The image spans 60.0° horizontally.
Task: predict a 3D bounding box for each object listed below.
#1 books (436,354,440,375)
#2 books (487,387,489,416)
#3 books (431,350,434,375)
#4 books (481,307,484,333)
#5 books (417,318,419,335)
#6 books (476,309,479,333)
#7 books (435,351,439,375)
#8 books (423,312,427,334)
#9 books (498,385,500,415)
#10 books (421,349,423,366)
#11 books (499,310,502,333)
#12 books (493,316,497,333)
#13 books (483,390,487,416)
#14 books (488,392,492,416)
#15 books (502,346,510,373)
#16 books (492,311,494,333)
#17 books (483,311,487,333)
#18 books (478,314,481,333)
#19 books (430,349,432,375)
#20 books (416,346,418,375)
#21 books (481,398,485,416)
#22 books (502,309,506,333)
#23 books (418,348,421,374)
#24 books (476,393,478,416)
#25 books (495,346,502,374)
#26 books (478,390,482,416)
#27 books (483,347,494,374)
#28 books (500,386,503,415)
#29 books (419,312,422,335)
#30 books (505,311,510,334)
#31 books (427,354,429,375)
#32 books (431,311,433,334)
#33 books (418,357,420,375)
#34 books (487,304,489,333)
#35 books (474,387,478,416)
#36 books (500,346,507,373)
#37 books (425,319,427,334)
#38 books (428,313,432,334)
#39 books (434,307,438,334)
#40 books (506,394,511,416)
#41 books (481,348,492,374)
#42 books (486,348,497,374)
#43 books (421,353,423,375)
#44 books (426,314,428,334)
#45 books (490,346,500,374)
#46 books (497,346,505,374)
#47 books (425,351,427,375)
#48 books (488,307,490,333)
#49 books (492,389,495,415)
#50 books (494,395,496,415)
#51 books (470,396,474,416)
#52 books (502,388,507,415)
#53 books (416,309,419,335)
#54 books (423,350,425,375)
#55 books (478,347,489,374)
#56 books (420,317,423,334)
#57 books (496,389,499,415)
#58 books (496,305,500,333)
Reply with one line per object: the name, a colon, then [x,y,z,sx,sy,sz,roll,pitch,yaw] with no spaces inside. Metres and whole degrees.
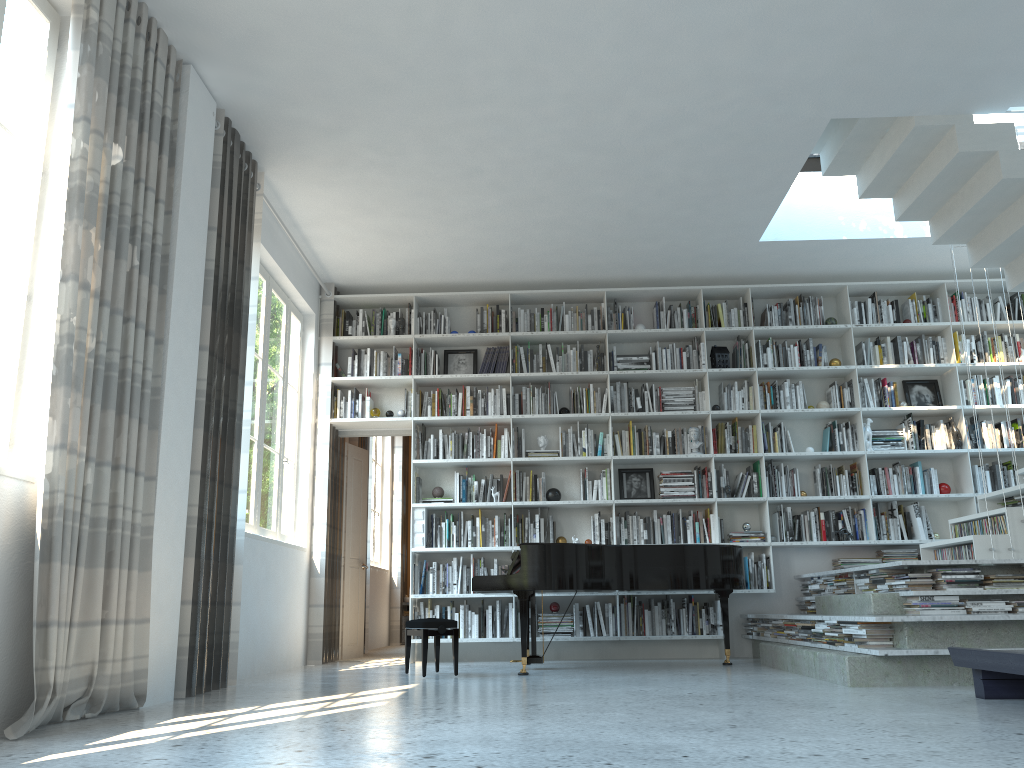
books: [-0.654,-0.133,7.837,0.012,0.213,0.186,-1,-14,2]
books: [-0.209,0.183,7.755,0.012,0.280,0.188,-1,-14,2]
books: [-0.695,-0.154,7.843,0.023,0.257,0.184,-1,-14,2]
books: [-0.262,-0.526,7.931,0.024,0.279,0.188,-1,-14,2]
books: [-0.831,-0.476,7.944,0.017,0.203,0.143,-1,-14,2]
books: [-0.308,-0.520,7.949,0.013,0.277,0.151,-1,-14,2]
books: [-0.667,-0.150,7.850,0.012,0.254,0.167,-1,-14,2]
books: [-0.778,-0.499,7.946,0.012,0.248,0.180,-1,-14,2]
books: [-0.107,0.172,7.742,0.012,0.290,0.182,-1,-14,2]
books: [-0.791,-0.161,7.869,0.006,0.288,0.144,-1,-14,2]
books: [-0.098,-0.517,7.940,0.022,0.260,0.152,-1,-14,2]
books: [-0.148,-0.485,7.921,0.027,0.190,0.178,-1,-14,2]
books: [-0.231,0.197,7.771,0.035,0.260,0.131,-1,-14,2]
books: [-0.188,0.205,7.744,0.030,0.230,0.172,-1,-14,2]
books: [-0.051,-0.177,7.843,0.078,0.285,0.174,-1,-14,2]
books: [-0.167,-0.509,7.953,0.013,0.254,0.129,-1,-14,2]
books: [-0.236,-0.512,7.925,0.028,0.248,0.156,-1,-14,2]
books: [-0.288,-0.495,7.929,0.028,0.217,0.153,-1,-14,2]
books: [-0.709,-0.162,7.856,0.005,0.280,0.191,-1,-14,2]
books: [-0.837,-0.166,7.855,0.005,0.292,0.184,-1,-14,2]
books: [-0.252,0.233,7.758,0.022,0.185,0.137,-1,-14,2]
books: [-0.072,-0.517,7.926,0.031,0.253,0.178,-1,-14,2]
books: [-0.823,-0.161,7.863,0.006,0.286,0.148,-1,-14,2]
books: [-0.299,0.208,7.752,0.013,0.231,0.172,-1,-14,2]
books: [-0.118,-0.172,7.859,0.078,0.285,0.174,-1,-14,2]
books: [-0.278,0.197,7.769,0.029,0.260,0.158,-1,-14,2]
books: [-0.205,-0.169,7.842,0.110,0.279,0.174,-1,-14,2]
books: [-0.090,0.176,7.753,0.022,0.288,0.170,-1,-14,2]
books: [-0.820,-0.501,7.956,0.007,0.258,0.157,-1,-14,2]
books: [-0.036,-0.513,7.939,0.039,0.251,0.147,-1,-14,2]
books: [-0.732,-0.133,7.840,0.018,0.218,0.187,-1,-14,2]
books: [-0.704,-0.507,7.944,0.016,0.260,0.154,-1,-14,2]
books: [-0.811,-0.120,7.857,0.015,0.206,0.173,-1,-14,2]
books: [-0.214,-0.541,7.959,0.014,0.320,0.137,-1,-14,2]
books: [-0.318,0.185,7.770,0.025,0.285,0.161,-1,-14,2]
books: [-0.073,-0.173,7.857,0.078,0.285,0.174,-1,-14,2]
books: [-0.762,-0.469,7.952,0.017,0.193,0.129,-1,-14,2]
books: [-0.733,-0.497,7.946,0.016,0.242,0.156,-1,-14,2]
books: [-0.683,-0.521,7.929,0.015,0.279,0.191,-1,-14,2]
books: [-0.025,0.210,7.714,0.039,0.202,0.236,-1,-14,2]
books: [-0.227,-0.164,7.860,0.110,0.279,0.174,-1,-14,2]
books: [-0.181,-0.165,7.859,0.110,0.279,0.174,-1,-14,2]
books: [-0.784,-0.136,7.846,0.009,0.228,0.185,-1,-14,2]
books: [-0.748,-0.489,7.940,0.013,0.224,0.177,-1,-14,2]
books: [-0.152,-0.174,7.839,0.097,0.282,0.174,-1,-14,2]
books: [-0.095,-0.172,7.862,0.078,0.285,0.174,-1,-14,2]
books: [-0.755,-0.147,7.839,0.004,0.245,0.189,-1,-14,2]
books: [-0.201,-0.527,7.940,0.013,0.282,0.167,-1,-14,2]
books: [-0.161,0.189,7.747,0.022,0.262,0.175,-1,-14,2]
books: [-0.143,0.219,7.752,0.013,0.205,0.173,-1,-14,2]
books: [-0.345,0.223,7.733,0.029,0.195,0.192,-1,-14,2]
books: [-0.061,0.187,7.746,0.035,0.263,0.178,-1,-14,2]
books: [-0.843,-0.513,7.962,0.007,0.284,0.160,-1,-14,2]
books: [-0.771,-0.151,7.853,0.009,0.259,0.184,-1,-14,2]
books: [-0.250,-0.166,7.852,0.110,0.279,0.174,-1,-14,2]
books: [-0.800,-0.478,7.949,0.032,0.209,0.158,-1,-14,2]
books: [-0.124,0.192,7.767,0.024,0.265,0.155,-1,-14,2]
books: [-0.123,-0.540,7.922,0.025,0.296,0.164,-1,-14,2]
